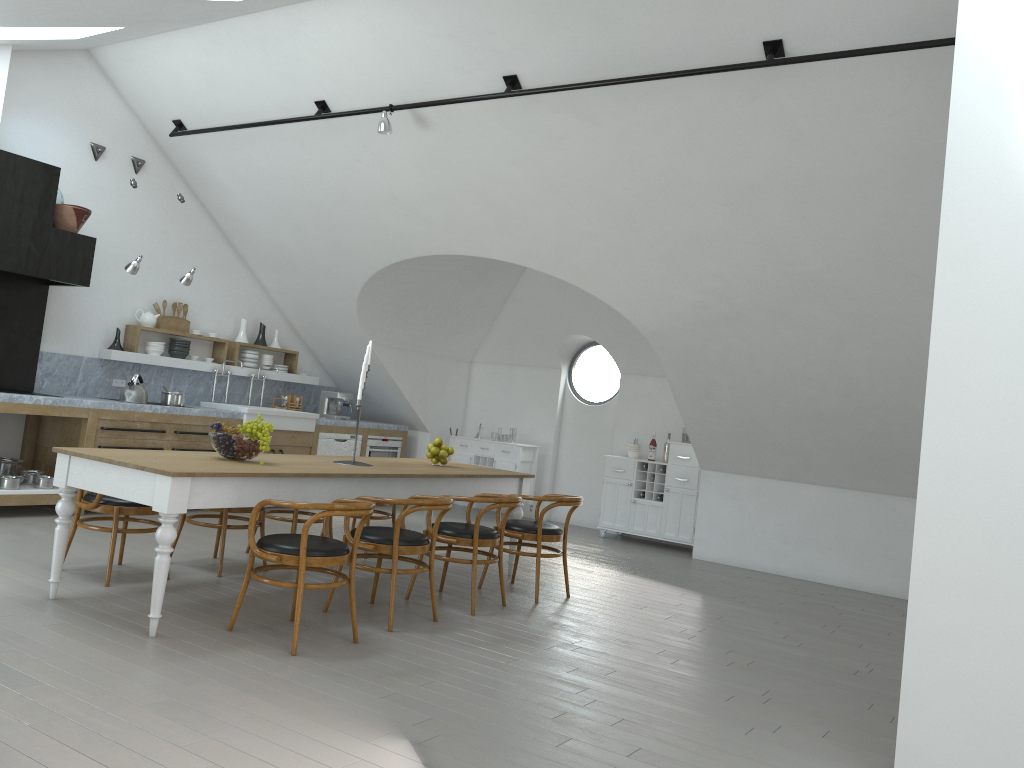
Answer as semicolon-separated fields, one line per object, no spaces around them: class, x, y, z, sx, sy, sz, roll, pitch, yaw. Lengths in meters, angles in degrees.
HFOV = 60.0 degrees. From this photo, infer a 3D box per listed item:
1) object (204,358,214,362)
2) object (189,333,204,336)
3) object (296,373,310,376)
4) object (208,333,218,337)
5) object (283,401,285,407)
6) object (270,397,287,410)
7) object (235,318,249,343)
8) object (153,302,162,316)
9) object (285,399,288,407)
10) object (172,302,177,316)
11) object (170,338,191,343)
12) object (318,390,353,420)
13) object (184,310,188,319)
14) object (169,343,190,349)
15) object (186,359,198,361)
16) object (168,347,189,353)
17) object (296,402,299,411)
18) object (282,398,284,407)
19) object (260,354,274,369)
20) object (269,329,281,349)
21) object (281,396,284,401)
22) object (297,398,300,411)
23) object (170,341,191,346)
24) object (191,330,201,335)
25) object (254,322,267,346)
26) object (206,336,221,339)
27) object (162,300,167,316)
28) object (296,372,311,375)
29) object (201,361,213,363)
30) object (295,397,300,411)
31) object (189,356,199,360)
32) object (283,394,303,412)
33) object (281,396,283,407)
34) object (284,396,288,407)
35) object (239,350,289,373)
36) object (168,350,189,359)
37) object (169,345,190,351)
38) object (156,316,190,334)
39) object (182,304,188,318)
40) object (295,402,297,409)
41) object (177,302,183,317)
object;-3.220;-0.250;9.419;0.098;0.049;0.098;5;-3;30
object;-3.303;-0.511;9.261;0.163;0.012;0.164;8;-3;-40
object;-2.499;-0.108;10.531;0.213;0.025;0.213;6;-2;20
object;-3.186;-0.515;9.442;0.098;0.049;0.098;5;-3;30
object;-2.631;0.237;10.225;0.023;0.196;0.018;5;-4;28
object;-2.684;0.245;10.201;0.100;0.172;0.172;4;-4;34
object;-2.963;-0.585;9.772;0.156;0.268;0.155;5;-3;22
object;-3.536;-0.688;8.921;0.016;0.259;0.198;3;-5;43
object;-2.615;0.248;10.229;0.044;0.179;0.019;5;-4;17
object;-3.453;-0.691;9.053;0.040;0.300;0.061;4;-4;30
object;-3.403;-0.422;9.084;0.205;0.080;0.205;5;-3;35
object;-2.057;0.262;10.609;0.387;0.321;0.323;5;-3;33
object;-3.381;-0.678;9.167;0.030;0.294;0.057;4;-4;33
object;-3.405;-0.369;9.076;0.206;0.072;0.205;6;-2;20
object;-3.325;-0.244;9.256;0.163;0.012;0.164;8;-3;-40
object;-3.413;-0.320;9.071;0.205;0.086;0.205;7;-2;-20
object;-2.522;0.256;10.418;0.018;0.196;0.020;9;-4;-35
object;-2.639;0.244;10.200;0.019;0.179;0.044;7;-4;-2
object;-2.777;-0.250;10.020;0.157;0.160;0.154;8;-3;-29
object;-2.711;-0.517;10.182;0.156;0.219;0.155;6;-3;14
object;-2.655;0.232;10.242;0.040;0.193;0.042;8;-4;-20
object;-2.520;0.256;10.429;0.019;0.196;0.022;4;-4;34
object;-3.403;-0.394;9.083;0.205;0.084;0.205;8;-3;-30
object;-3.300;-0.535;9.262;0.098;0.049;0.098;5;-3;30
object;-2.820;-0.561;9.991;0.156;0.268;0.155;4;-4;37
object;-3.188;-0.492;9.440;0.163;0.012;0.164;8;-3;-40
object;-3.517;-0.702;8.954;0.028;0.300;0.055;4;-4;33
object;-2.498;-0.117;10.532;0.213;0.025;0.213;6;-2;20
object;-3.222;-0.226;9.417;0.163;0.012;0.164;8;-3;-40
object;-2.522;0.252;10.402;0.040;0.193;0.042;7;-4;-7
object;-3.322;-0.267;9.258;0.098;0.049;0.098;5;-3;30
object;-2.572;0.239;10.395;0.104;0.223;0.199;4;-4;33
object;-2.651;0.234;10.215;0.019;0.196;0.022;5;-4;21
object;-2.614;0.235;10.216;0.040;0.193;0.042;8;-4;-21
object;-2.798;-0.250;10.032;0.198;0.196;0.655;5;-3;32
object;-3.415;-0.294;9.070;0.206;0.072;0.205;6;-2;20
object;-3.403;-0.347;9.072;0.205;0.086;0.205;7;-2;-15
object;-3.454;-0.612;9.043;0.084;0.158;0.352;4;-3;33
object;-3.386;-0.680;9.126;0.039;0.298;0.067;4;-4;33
object;-2.543;0.254;10.423;0.023;0.196;0.018;3;-5;40
object;-3.418;-0.686;9.071;0.019;0.300;0.057;4;-4;33
